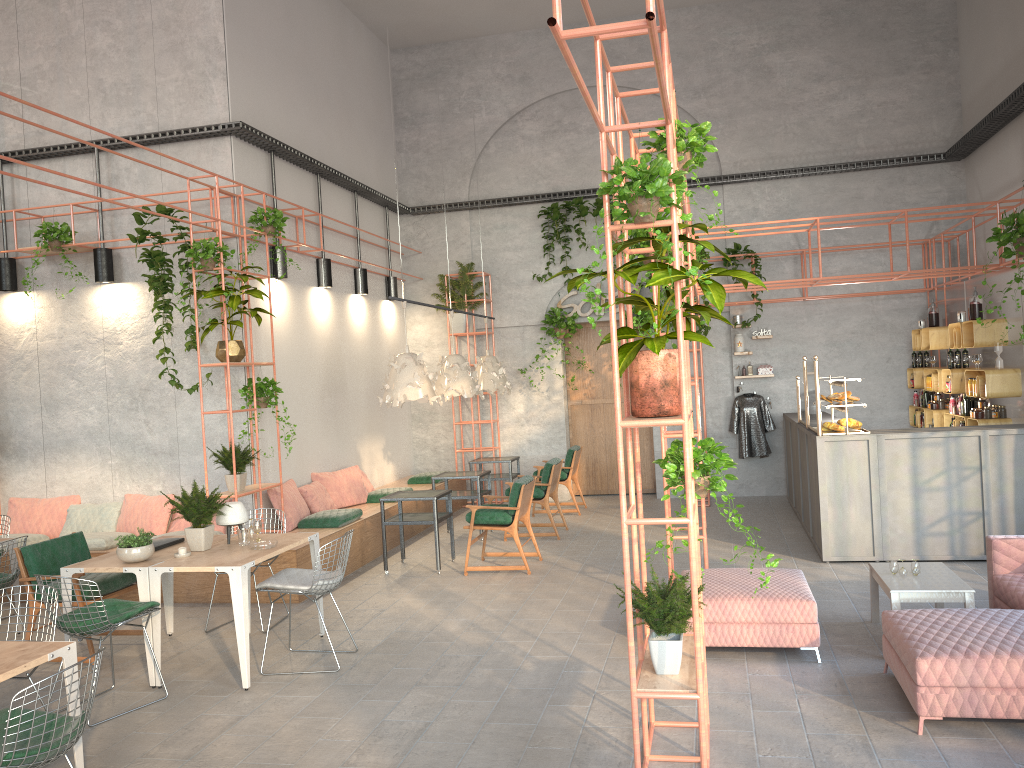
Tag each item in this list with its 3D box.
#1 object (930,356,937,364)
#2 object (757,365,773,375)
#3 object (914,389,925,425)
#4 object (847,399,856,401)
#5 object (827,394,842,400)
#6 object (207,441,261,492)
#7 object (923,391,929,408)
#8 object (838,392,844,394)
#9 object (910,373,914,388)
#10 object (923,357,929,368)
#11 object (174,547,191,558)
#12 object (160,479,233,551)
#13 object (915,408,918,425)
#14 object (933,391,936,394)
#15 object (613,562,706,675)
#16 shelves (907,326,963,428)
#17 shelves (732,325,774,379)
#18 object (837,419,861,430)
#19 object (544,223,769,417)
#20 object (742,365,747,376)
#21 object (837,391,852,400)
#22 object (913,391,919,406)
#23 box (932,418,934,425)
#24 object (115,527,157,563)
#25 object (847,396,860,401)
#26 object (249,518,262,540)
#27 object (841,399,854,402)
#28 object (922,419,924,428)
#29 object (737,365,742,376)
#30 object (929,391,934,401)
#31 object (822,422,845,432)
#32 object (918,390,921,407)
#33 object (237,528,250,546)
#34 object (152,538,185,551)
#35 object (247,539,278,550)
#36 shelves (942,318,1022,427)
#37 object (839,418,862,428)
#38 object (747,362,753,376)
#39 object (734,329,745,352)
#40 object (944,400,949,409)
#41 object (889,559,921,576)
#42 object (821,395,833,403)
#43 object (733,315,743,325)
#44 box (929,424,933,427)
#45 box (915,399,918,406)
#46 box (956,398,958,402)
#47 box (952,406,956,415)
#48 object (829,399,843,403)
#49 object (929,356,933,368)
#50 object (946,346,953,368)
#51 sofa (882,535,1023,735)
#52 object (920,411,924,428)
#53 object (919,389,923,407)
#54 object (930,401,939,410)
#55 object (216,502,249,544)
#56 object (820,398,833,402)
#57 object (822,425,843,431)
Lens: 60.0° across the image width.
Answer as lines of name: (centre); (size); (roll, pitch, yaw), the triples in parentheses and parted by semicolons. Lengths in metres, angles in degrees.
object: (5.376, -0.280, 11.300); (0.083, 0.159, 0.083); (-3, 1, 22)
object: (3.704, -0.206, 12.969); (0.219, 0.149, 0.129); (-3, 1, 13)
object: (5.588, 0.320, 12.126); (0.084, 0.529, 0.711); (-3, 1, 15)
object: (3.423, 0.152, 8.965); (0.132, 0.051, 0.099); (-3, 1, 10)
object: (3.255, 0.129, 8.955); (0.138, 0.050, 0.093); (-3, 1, 29)
object: (-2.719, 0.790, 8.655); (0.438, 0.527, 0.368); (-3, 1, 13)
object: (5.484, 0.167, 11.740); (0.066, 0.291, 0.066); (-3, 1, -3)
object: (3.389, 0.120, 9.121); (0.149, 0.081, 0.088); (-3, 1, -2)
object: (5.623, -0.048, 12.354); (0.131, 0.207, 0.131); (-4, 1, -32)
object: (5.707, -0.303, 12.175); (0.115, 0.147, 0.115); (-4, 1, -33)
object: (-2.363, 1.200, 6.359); (0.115, 0.078, 0.115); (-3, 1, 18)
object: (-2.332, 0.966, 6.549); (0.438, 0.527, 0.368); (-3, 1, 13)
object: (5.653, 0.457, 12.359); (0.074, 0.243, 0.072); (-3, 1, 45)
object: (5.666, 0.177, 11.891); (0.072, 0.248, 0.094); (-3, 1, 13)
object: (0.734, 1.146, 4.334); (0.438, 0.527, 0.368); (-3, 1, 13)
shelves: (5.568, 0.182, 11.640); (0.328, 1.838, 1.750); (-3, 1, 13)
shelves: (3.531, -0.484, 12.984); (0.560, 0.790, 0.186); (-3, 1, 13)
object: (3.448, 0.417, 9.077); (0.232, 0.110, 0.090); (-3, 1, 33)
object: (0.700, -0.319, 4.215); (0.924, 0.946, 0.923); (-4, 1, -21)
object: (3.409, -0.196, 13.026); (0.063, 0.151, 0.063); (-3, 1, -1)
object: (3.347, 0.117, 8.932); (0.142, 0.087, 0.094); (-3, 1, 20)
object: (5.586, 0.197, 12.262); (0.070, 0.209, 0.070); (-3, 1, 3)
box: (5.438, 0.482, 11.344); (0.084, 0.081, 0.146); (-3, 1, 11)
object: (-2.662, 1.131, 6.263); (0.248, 0.247, 0.254); (-3, 1, 13)
object: (3.432, 0.141, 8.934); (0.152, 0.058, 0.095); (-3, 1, 3)
object: (-2.000, 1.132, 6.876); (0.165, 0.154, 0.210); (-3, 1, 2)
object: (3.383, 0.163, 8.986); (0.151, 0.052, 0.097); (-3, 1, 15)
object: (5.521, 0.529, 11.846); (0.073, 0.131, 0.073); (-3, 1, 18)
object: (3.350, -0.200, 13.061); (0.055, 0.164, 0.092); (-3, 1, 31)
object: (5.584, 0.162, 11.808); (0.074, 0.287, 0.072); (-3, 1, 45)
object: (3.276, 0.434, 9.035); (0.089, 0.095, 0.237); (-4, 1, -43)
object: (5.544, 0.197, 12.026); (0.073, 0.219, 0.105); (-3, 1, 19)
object: (-2.012, 1.148, 6.660); (0.095, 0.119, 0.095); (-3, 1, 37)
object: (-2.753, 1.237, 6.814); (0.268, 0.031, 0.427); (-3, 1, 13)
object: (-1.827, 1.179, 6.503); (0.218, 0.041, 0.218); (-3, 1, 21)
shelves: (5.149, 0.228, 9.767); (0.328, 1.838, 1.750); (-3, 1, 13)
object: (3.435, 0.396, 8.990); (0.240, 0.104, 0.073); (-3, 1, -6)
object: (3.493, -0.227, 13.015); (0.081, 0.204, 0.081); (-3, 1, 13)
object: (3.343, -0.636, 13.035); (0.136, 0.336, 0.145); (-3, 1, 27)
object: (5.513, 0.264, 11.274); (0.115, 0.107, 0.115); (-3, 1, -11)
object: (2.769, 1.314, 6.241); (0.199, 0.145, 0.156); (-3, 1, 27)
object: (3.202, 0.153, 9.026); (0.111, 0.092, 0.098); (-3, 1, 12)
object: (3.318, -0.939, 13.026); (0.133, 0.145, 0.133); (-4, 1, -25)
box: (5.438, 0.561, 11.425); (0.084, 0.081, 0.146); (-3, 1, 9)
box: (5.566, 0.257, 12.146); (0.058, 0.093, 0.122); (-3, 1, 13)
box: (5.181, 0.207, 10.266); (0.058, 0.093, 0.122); (-3, 1, 24)
box: (5.147, 0.303, 10.273); (0.058, 0.093, 0.122); (-3, 1, 13)
object: (3.278, 0.161, 9.000); (0.146, 0.064, 0.101); (-3, 1, 8)
object: (5.396, -0.282, 11.388); (0.083, 0.159, 0.083); (-3, 1, 22)
object: (5.436, -0.337, 11.015); (0.075, 0.273, 0.075); (-4, 1, -21)
sofa: (3.269, 1.436, 5.366); (1.960, 0.672, 2.219); (-3, 1, 13)
object: (5.545, 0.480, 11.934); (0.094, 0.219, 0.094); (-4, 1, -45)
object: (5.525, 0.185, 11.919); (0.072, 0.248, 0.094); (-3, 1, 13)
object: (5.392, 0.270, 11.301); (0.115, 0.107, 0.115); (-4, 1, -21)
object: (-2.152, 1.070, 6.827); (0.241, 0.313, 0.241); (-4, 1, -32)
object: (3.234, 0.167, 9.120); (0.129, 0.060, 0.100); (-3, 1, 15)
object: (3.281, 0.451, 9.116); (0.243, 0.062, 0.091); (-3, 1, 6)
